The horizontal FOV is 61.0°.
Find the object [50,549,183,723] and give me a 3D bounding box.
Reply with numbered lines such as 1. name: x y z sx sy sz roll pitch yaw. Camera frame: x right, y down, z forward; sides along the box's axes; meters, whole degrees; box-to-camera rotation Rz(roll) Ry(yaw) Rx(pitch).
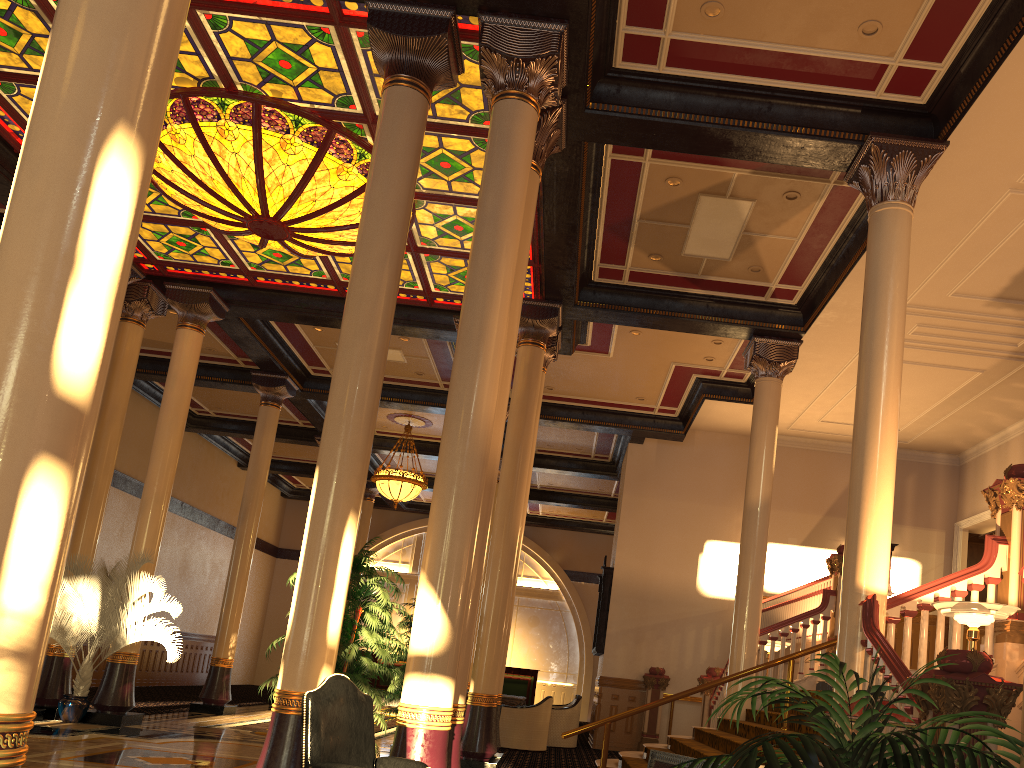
1. object: -5.007 3.138 10.906 1.810 2.212 2.155 6 -14 6

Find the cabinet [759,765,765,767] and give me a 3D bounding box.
1. cabinet: 1.379 2.222 3.876 0.548 0.841 1.304 6 -16 4

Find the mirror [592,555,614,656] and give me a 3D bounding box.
1. mirror: 1.795 4.424 17.437 0.254 1.933 1.842 6 -14 5

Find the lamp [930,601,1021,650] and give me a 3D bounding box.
1. lamp: 3.112 2.522 5.943 0.565 1.958 0.612 3 -11 20

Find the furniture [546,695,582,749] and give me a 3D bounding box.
1. furniture: 0.856 6.294 16.356 0.804 0.917 2.250 6 -17 4

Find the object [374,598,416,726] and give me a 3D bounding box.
1. object: -1.120 3.548 10.641 1.054 2.094 1.092 9 -12 -9

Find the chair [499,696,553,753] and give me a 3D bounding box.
1. chair: 0.239 5.572 14.351 0.749 0.888 1.014 2 -15 22

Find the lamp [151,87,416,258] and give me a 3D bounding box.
1. lamp: -2.575 -1.934 9.373 2.997 0.586 3.103 6 -18 0

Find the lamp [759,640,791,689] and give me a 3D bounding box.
1. lamp: 3.379 4.455 11.639 0.598 1.958 0.579 10 -11 -15

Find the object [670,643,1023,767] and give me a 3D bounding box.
1. object: 0.990 1.453 2.576 1.094 1.398 1.056 -1 -15 30

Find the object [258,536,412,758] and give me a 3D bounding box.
1. object: -1.287 2.165 6.570 1.145 2.094 1.004 16 -15 -38

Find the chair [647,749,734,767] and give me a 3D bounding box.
1. chair: 0.474 1.995 3.578 0.675 0.895 0.672 14 -14 -27

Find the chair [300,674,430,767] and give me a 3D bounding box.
1. chair: -0.643 1.979 4.177 0.726 1.069 0.780 3 -13 17

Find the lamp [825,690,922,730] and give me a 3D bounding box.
1. lamp: 1.489 1.500 3.650 0.320 0.408 0.328 7 -13 -1

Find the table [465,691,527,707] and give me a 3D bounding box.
1. table: -0.353 6.034 15.783 1.102 0.752 1.696 6 -17 3

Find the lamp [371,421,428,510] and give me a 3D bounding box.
1. lamp: -2.295 1.704 18.198 1.198 1.856 1.218 8 -12 -3
